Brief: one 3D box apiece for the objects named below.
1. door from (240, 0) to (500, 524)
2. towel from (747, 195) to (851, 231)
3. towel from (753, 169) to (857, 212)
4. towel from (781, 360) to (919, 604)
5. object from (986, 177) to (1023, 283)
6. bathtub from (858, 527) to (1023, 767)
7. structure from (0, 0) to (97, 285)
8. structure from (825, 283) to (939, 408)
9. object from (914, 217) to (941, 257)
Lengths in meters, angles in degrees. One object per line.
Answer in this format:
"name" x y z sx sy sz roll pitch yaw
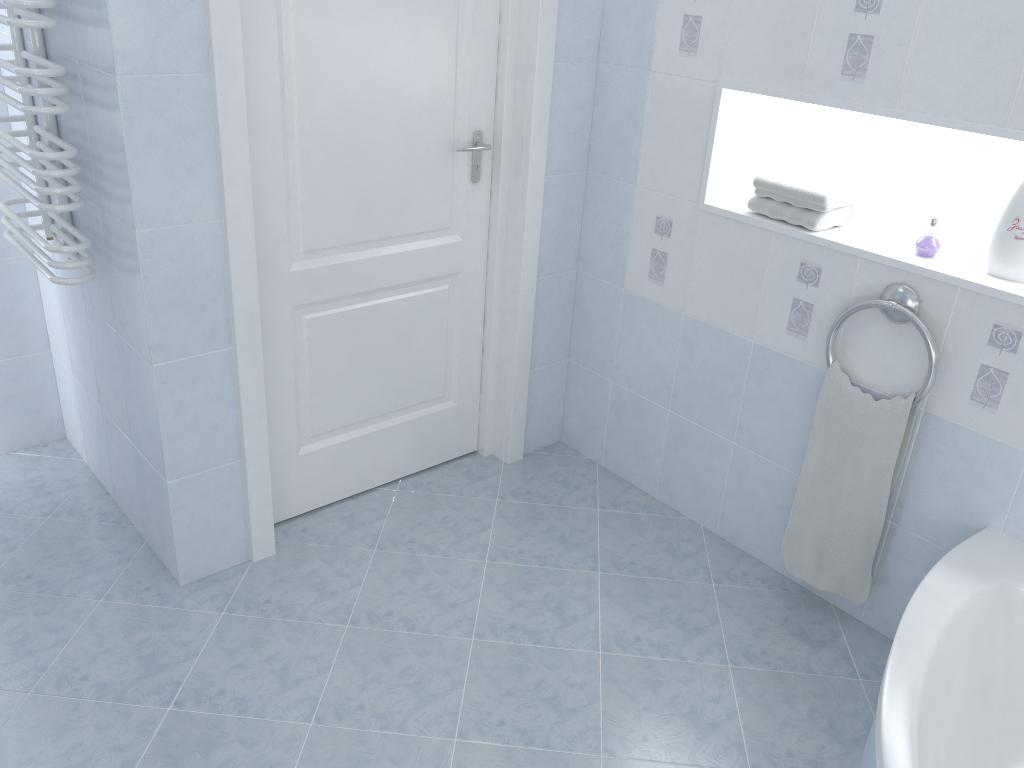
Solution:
"door" -0.361 -0.568 2.498 0.823 2.011 0.098 -17 33 -37
"towel" 0.779 -0.480 2.421 0.162 0.060 0.232 -16 32 -35
"towel" 0.791 -0.523 2.393 0.163 0.062 0.232 -16 32 -35
"towel" 0.879 0.270 2.346 0.101 0.634 0.280 -19 34 -39
"object" 1.171 -0.367 2.002 0.134 0.276 0.063 21 31 32
"bathtub" 1.066 0.930 1.212 1.596 0.670 1.578 -18 33 -37
"structure" -1.177 -0.747 2.138 0.138 0.950 0.524 -17 33 -37
"structure" 0.923 -0.088 2.203 0.051 0.332 0.291 -17 33 -37
"object" 1.023 -0.360 2.170 0.059 0.094 0.059 25 33 37
